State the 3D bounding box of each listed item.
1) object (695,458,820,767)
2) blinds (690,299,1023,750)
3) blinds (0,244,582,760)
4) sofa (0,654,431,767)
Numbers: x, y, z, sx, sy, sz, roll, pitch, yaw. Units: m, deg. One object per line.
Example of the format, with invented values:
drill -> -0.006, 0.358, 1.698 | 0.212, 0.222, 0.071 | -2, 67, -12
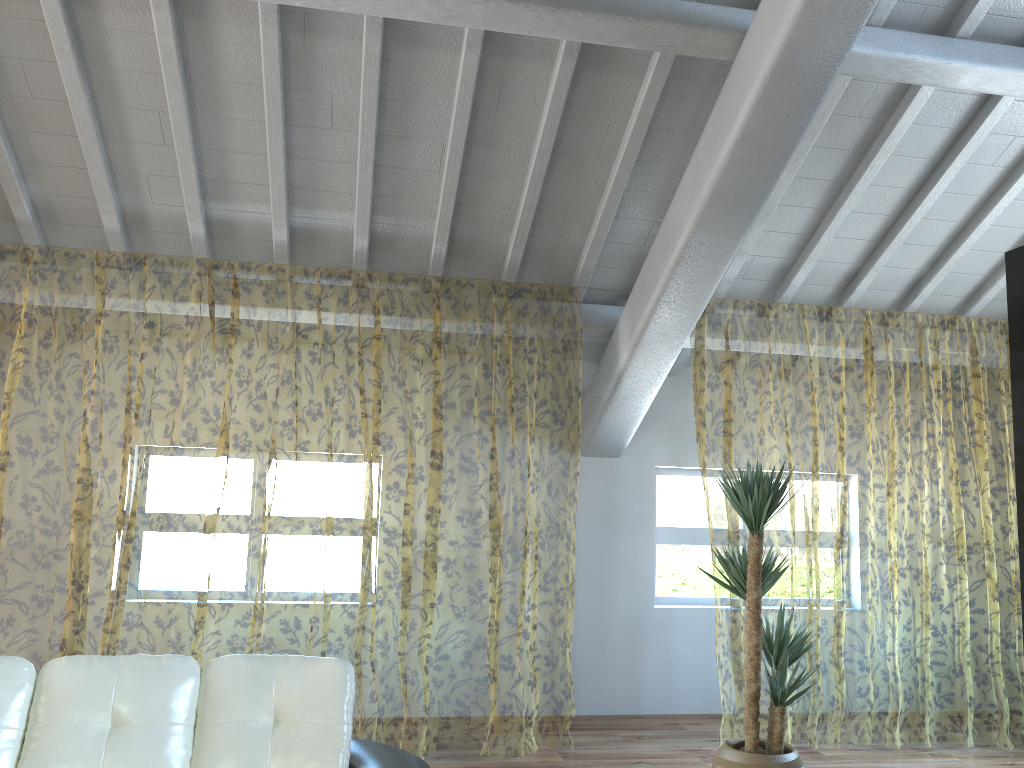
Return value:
object -> 1.116, 1.128, 4.039 | 0.564, 1.586, 0.588 | -2, -9, 23
blinds -> 2.362, 0.825, 5.269 | 2.780, 2.546, 0.306 | 3, -8, -10
blinds -> -1.342, 0.617, 4.605 | 3.505, 2.546, 0.306 | 3, -8, -10
sofa -> -1.709, 1.170, 2.256 | 3.047, 0.805, 1.359 | 6, -9, -31
